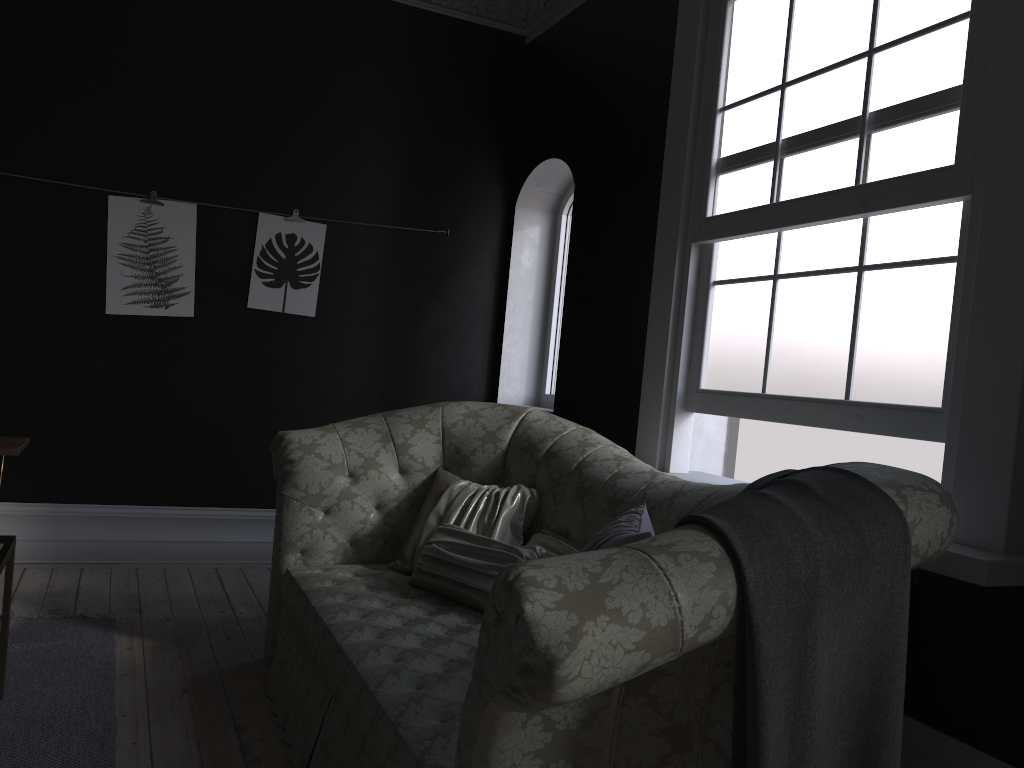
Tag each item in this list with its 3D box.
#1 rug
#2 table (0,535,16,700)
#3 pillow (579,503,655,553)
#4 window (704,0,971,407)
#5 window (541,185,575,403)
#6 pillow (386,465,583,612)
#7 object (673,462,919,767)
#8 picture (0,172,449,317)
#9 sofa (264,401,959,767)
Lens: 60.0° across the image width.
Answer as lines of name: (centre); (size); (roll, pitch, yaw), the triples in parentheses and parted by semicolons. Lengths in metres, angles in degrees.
rug: (-2.056, 1.031, 2.036); (2.107, 0.050, 3.641); (5, 0, -23)
table: (-1.912, 0.776, 2.133); (1.093, 0.558, 1.447); (5, 1, -24)
pillow: (0.330, 0.605, 2.417); (0.405, 0.462, 0.963); (5, 1, -16)
window: (1.110, -0.760, 3.184); (0.056, 1.672, 1.261); (5, 1, -24)
window: (0.463, -0.589, 5.609); (0.112, 1.457, 0.739); (5, 1, -24)
pillow: (-0.096, 0.582, 3.321); (0.529, 0.416, 1.104); (5, 1, -24)
object: (0.662, 0.459, 2.068); (0.516, 0.585, 1.367); (6, 1, 25)
picture: (-2.473, -0.798, 4.830); (4.460, 0.771, 0.057); (5, 1, -24)
sofa: (0.154, 0.696, 2.912); (1.607, 1.161, 2.810); (5, 1, -23)
